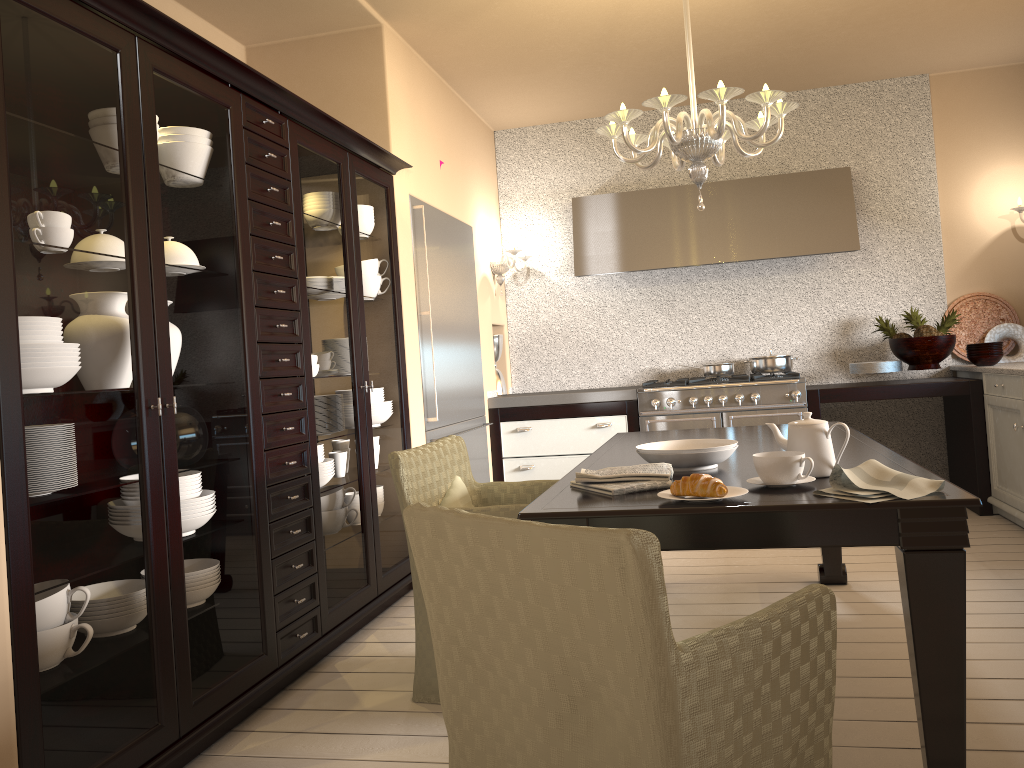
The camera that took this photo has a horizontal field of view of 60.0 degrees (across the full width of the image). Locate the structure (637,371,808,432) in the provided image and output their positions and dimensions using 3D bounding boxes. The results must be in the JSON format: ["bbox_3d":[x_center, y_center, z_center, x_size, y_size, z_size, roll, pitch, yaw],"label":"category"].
[{"bbox_3d":[1.259,0.360,5.266,0.928,0.805,0.705,-4,0,13],"label":"structure"}]

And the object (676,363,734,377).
[{"bbox_3d":[1.217,-0.090,5.505,0.198,0.090,0.370,-5,1,-35],"label":"object"}]

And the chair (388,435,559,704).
[{"bbox_3d":[-0.021,0.568,2.753,0.561,0.802,0.564,-4,0,19],"label":"chair"}]

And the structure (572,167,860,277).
[{"bbox_3d":[1.221,-0.976,5.481,1.660,0.510,0.480,-4,0,13],"label":"structure"}]

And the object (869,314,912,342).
[{"bbox_3d":[2.238,-0.279,5.192,0.138,0.285,0.278,-4,0,-31],"label":"object"}]

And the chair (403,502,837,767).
[{"bbox_3d":[0.200,0.577,1.490,0.562,0.802,0.562,-4,0,-41],"label":"chair"}]

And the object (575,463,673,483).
[{"bbox_3d":[0.286,0.232,2.228,0.233,0.051,0.164,-4,1,13],"label":"object"}]

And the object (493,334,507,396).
[{"bbox_3d":[-0.123,-0.120,5.766,0.155,0.394,0.155,-4,-1,2],"label":"object"}]

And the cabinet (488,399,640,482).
[{"bbox_3d":[0.381,0.473,5.507,0.895,0.725,0.637,-4,0,13],"label":"cabinet"}]

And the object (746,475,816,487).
[{"bbox_3d":[0.622,0.227,2.049,0.154,0.012,0.153,-5,1,-26],"label":"object"}]

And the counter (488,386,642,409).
[{"bbox_3d":[0.356,0.079,5.527,0.895,0.062,0.600,-4,1,13],"label":"counter"}]

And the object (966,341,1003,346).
[{"bbox_3d":[2.597,-0.195,4.866,0.180,0.065,0.180,-4,1,21],"label":"object"}]

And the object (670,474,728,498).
[{"bbox_3d":[0.406,0.220,1.920,0.138,0.051,0.062,-4,0,32],"label":"object"}]

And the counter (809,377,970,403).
[{"bbox_3d":[2.143,0.033,5.116,0.764,0.079,0.600,-4,1,13],"label":"counter"}]

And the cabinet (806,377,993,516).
[{"bbox_3d":[2.166,0.355,5.110,0.895,0.725,0.600,-4,0,13],"label":"cabinet"}]

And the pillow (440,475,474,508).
[{"bbox_3d":[-0.126,0.445,2.800,0.192,0.295,0.440,-4,0,12],"label":"pillow"}]

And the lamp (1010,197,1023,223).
[{"bbox_3d":[3.018,-0.963,4.989,0.264,0.267,0.479,-4,1,11],"label":"lamp"}]

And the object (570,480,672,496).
[{"bbox_3d":[0.267,0.248,2.198,0.165,0.027,0.231,-4,1,-22],"label":"object"}]

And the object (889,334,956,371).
[{"bbox_3d":[2.356,-0.177,5.079,0.351,0.188,0.351,-4,1,-4],"label":"object"}]

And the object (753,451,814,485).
[{"bbox_3d":[0.624,0.197,2.049,0.125,0.070,0.116,-4,1,6],"label":"object"}]

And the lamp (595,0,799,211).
[{"bbox_3d":[0.623,-1.167,3.108,0.674,1.128,0.701,-4,-1,31],"label":"lamp"}]

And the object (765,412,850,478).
[{"bbox_3d":[0.724,0.146,2.174,0.198,0.156,0.118,-4,0,19],"label":"object"}]

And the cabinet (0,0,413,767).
[{"bbox_3d":[-1.098,-0.008,2.939,0.887,1.841,2.490,-4,0,13],"label":"cabinet"}]

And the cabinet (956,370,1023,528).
[{"bbox_3d":[2.584,0.338,3.240,0.846,0.771,4.224,-4,1,13],"label":"cabinet"}]

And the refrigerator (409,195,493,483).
[{"bbox_3d":[-0.604,-0.030,4.785,0.741,1.735,1.103,-4,0,13],"label":"refrigerator"}]

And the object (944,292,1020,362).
[{"bbox_3d":[2.817,-0.338,5.328,0.430,0.430,0.064,-4,-1,13],"label":"object"}]

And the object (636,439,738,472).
[{"bbox_3d":[0.491,0.201,2.483,0.281,0.066,0.281,-4,1,7],"label":"object"}]

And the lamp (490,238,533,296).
[{"bbox_3d":[-0.022,-0.739,5.692,0.269,0.341,0.479,-4,0,11],"label":"lamp"}]

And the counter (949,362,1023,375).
[{"bbox_3d":[2.498,-0.068,3.257,0.652,0.068,4.241,-4,1,13],"label":"counter"}]

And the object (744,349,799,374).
[{"bbox_3d":[1.571,-0.140,5.372,0.266,0.146,0.265,-4,1,-29],"label":"object"}]

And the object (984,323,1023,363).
[{"bbox_3d":[2.937,-0.225,5.226,0.282,0.273,0.093,-4,-1,14],"label":"object"}]
